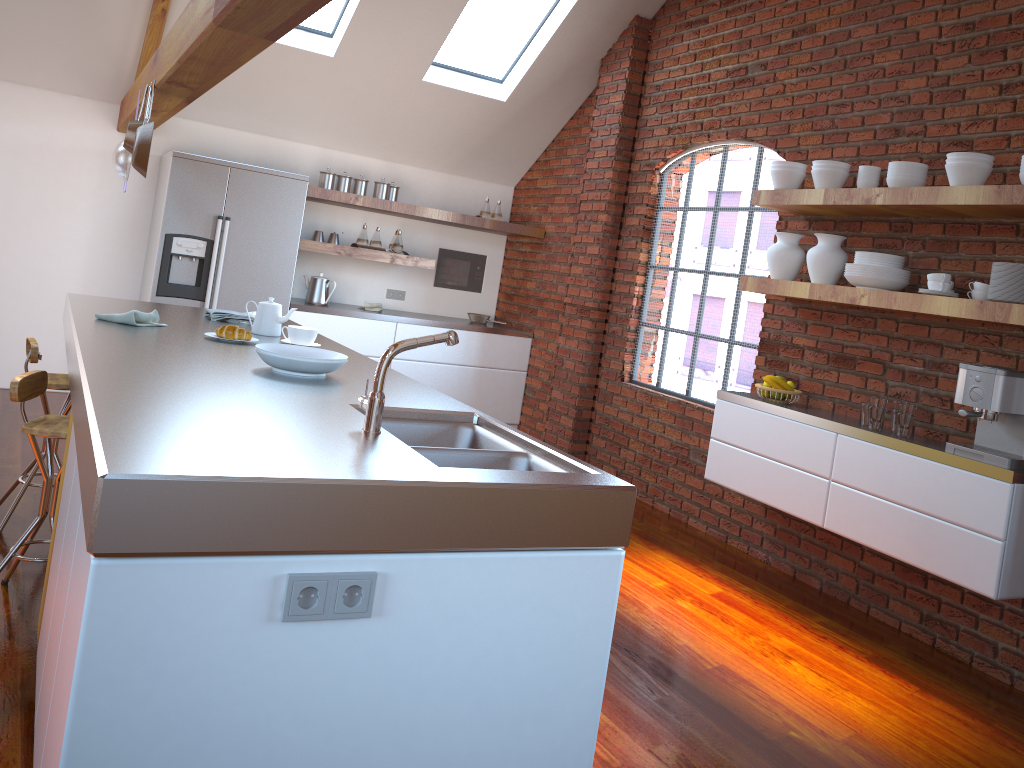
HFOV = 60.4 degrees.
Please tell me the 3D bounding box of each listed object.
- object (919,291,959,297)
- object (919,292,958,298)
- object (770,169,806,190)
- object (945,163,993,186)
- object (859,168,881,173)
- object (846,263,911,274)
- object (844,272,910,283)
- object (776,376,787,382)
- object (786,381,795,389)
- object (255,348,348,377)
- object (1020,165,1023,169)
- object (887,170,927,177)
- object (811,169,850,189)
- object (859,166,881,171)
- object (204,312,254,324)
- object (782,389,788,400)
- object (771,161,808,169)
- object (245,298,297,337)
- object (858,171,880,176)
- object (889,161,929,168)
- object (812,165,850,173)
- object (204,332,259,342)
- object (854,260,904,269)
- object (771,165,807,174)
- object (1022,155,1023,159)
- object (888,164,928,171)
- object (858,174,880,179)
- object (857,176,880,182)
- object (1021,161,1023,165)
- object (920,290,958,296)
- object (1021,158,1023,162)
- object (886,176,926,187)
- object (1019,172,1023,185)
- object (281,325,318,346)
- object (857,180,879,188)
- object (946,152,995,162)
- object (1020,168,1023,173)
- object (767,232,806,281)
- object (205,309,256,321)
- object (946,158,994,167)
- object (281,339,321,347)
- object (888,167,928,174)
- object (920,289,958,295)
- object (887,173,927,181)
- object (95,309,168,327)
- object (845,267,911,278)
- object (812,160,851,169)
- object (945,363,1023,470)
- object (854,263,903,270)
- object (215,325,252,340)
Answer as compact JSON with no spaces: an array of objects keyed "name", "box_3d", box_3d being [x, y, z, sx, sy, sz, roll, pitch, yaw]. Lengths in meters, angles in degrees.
[{"name":"object","box_3d":[1.796,-0.375,3.708,0.155,0.012,0.154,12,7,22]},{"name":"object","box_3d":[1.795,-0.371,3.708,0.155,0.012,0.154,12,7,22]},{"name":"object","box_3d":[1.411,-1.035,4.522,0.180,0.103,0.181,9,5,8]},{"name":"object","box_3d":[1.898,-0.855,3.670,0.182,0.103,0.180,12,6,31]},{"name":"object","box_3d":[1.692,-0.984,4.174,0.099,0.061,0.099,10,5,11]},{"name":"object","box_3d":[1.673,-0.504,4.033,0.280,0.055,0.285,2,9,-45]},{"name":"object","box_3d":[1.667,-0.464,4.033,0.280,0.055,0.285,2,9,-45]},{"name":"object","box_3d":[1.375,-0.009,4.519,0.069,0.061,0.069,8,4,-12]},{"name":"object","box_3d":[1.419,0.009,4.491,0.047,0.046,0.054,10,4,13]},{"name":"object","box_3d":[-0.653,-0.064,2.716,0.285,0.055,0.280,13,8,33]},{"name":"object","box_3d":[2.058,-0.807,3.406,0.166,0.061,0.166,10,6,11]},{"name":"object","box_3d":[1.778,-0.920,3.969,0.164,0.061,0.168,5,7,-34]},{"name":"object","box_3d":[1.556,-0.987,4.323,0.180,0.103,0.181,9,5,8]},{"name":"object","box_3d":[1.695,-0.997,4.174,0.099,0.061,0.099,10,5,11]},{"name":"object","box_3d":[-1.266,-0.299,4.023,0.233,0.026,0.164,12,8,26]},{"name":"object","box_3d":[1.398,0.050,4.522,0.070,0.069,0.069,8,4,-20]},{"name":"object","box_3d":[1.418,-1.078,4.523,0.180,0.103,0.181,9,5,8]},{"name":"object","box_3d":[-0.995,-0.278,3.621,0.196,0.155,0.119,7,3,-22]},{"name":"object","box_3d":[1.691,-0.972,4.174,0.099,0.061,0.099,10,5,11]},{"name":"object","box_3d":[1.784,-0.958,3.969,0.164,0.061,0.168,5,7,-34]},{"name":"object","box_3d":[1.559,-1.009,4.323,0.180,0.103,0.181,9,5,8]},{"name":"object","box_3d":[-1.035,-0.167,3.249,0.194,0.014,0.196,8,7,-8]},{"name":"object","box_3d":[1.676,-0.523,4.034,0.212,0.055,0.216,4,8,-37]},{"name":"object","box_3d":[1.414,-1.056,4.523,0.180,0.103,0.181,9,5,8]},{"name":"object","box_3d":[2.064,-0.846,3.406,0.166,0.061,0.166,10,6,11]},{"name":"object","box_3d":[1.782,-0.945,3.969,0.164,0.061,0.168,5,7,-34]},{"name":"object","box_3d":[1.689,-0.958,4.174,0.099,0.061,0.099,10,5,11]},{"name":"object","box_3d":[1.687,-0.945,4.174,0.099,0.061,0.099,10,5,11]},{"name":"object","box_3d":[2.060,-0.821,3.406,0.166,0.061,0.166,10,6,11]},{"name":"object","box_3d":[1.796,-0.379,3.708,0.155,0.012,0.154,12,7,22]},{"name":"object","box_3d":[2.062,-0.832,3.406,0.166,0.061,0.166,10,6,11]},{"name":"object","box_3d":[1.773,-0.890,3.969,0.164,0.061,0.168,5,7,-34]},{"name":"object","box_3d":[2.054,-0.778,3.406,0.166,0.061,0.166,10,6,11]},{"name":"object","box_3d":[-0.818,-0.185,3.418,0.115,0.069,0.126,4,7,-44]},{"name":"object","box_3d":[1.684,-0.929,4.174,0.099,0.061,0.099,10,5,11]},{"name":"object","box_3d":[1.905,-0.898,3.670,0.182,0.103,0.180,12,6,31]},{"name":"object","box_3d":[2.056,-0.794,3.406,0.166,0.061,0.166,10,6,11]},{"name":"object","box_3d":[1.417,-0.653,4.560,0.193,0.249,0.192,9,3,11]},{"name":"object","box_3d":[-1.260,-0.308,3.987,0.231,0.050,0.167,5,7,-28]},{"name":"object","box_3d":[1.901,-0.876,3.670,0.182,0.103,0.180,12,6,31]},{"name":"object","box_3d":[-0.820,-0.154,3.415,0.154,0.012,0.155,9,7,0]},{"name":"object","box_3d":[1.780,-0.933,3.969,0.164,0.061,0.168,5,7,-34]},{"name":"object","box_3d":[1.797,-0.384,3.708,0.155,0.012,0.154,12,7,22]},{"name":"object","box_3d":[1.776,-0.907,3.969,0.164,0.061,0.168,5,7,-34]},{"name":"object","box_3d":[-1.436,-0.263,3.327,0.197,0.061,0.204,11,7,24]},{"name":"object","box_3d":[1.670,-0.485,4.033,0.280,0.055,0.285,2,9,-45]},{"name":"object","box_3d":[1.562,-1.031,4.323,0.180,0.103,0.181,9,5,8]},{"name":"object","box_3d":[1.917,0.119,3.438,0.376,0.370,0.273,7,3,-28]},{"name":"object","box_3d":[1.675,-0.513,4.033,0.212,0.055,0.216,4,8,-37]},{"name":"object","box_3d":[-1.032,-0.192,3.260,0.137,0.051,0.062,8,4,-9]}]
